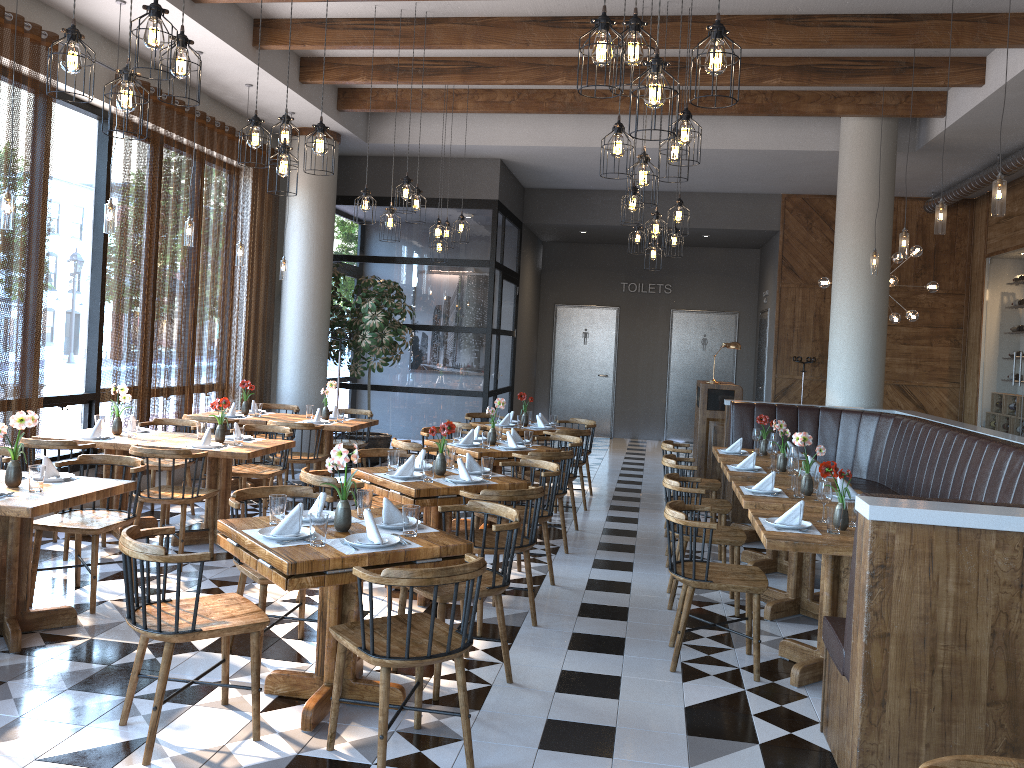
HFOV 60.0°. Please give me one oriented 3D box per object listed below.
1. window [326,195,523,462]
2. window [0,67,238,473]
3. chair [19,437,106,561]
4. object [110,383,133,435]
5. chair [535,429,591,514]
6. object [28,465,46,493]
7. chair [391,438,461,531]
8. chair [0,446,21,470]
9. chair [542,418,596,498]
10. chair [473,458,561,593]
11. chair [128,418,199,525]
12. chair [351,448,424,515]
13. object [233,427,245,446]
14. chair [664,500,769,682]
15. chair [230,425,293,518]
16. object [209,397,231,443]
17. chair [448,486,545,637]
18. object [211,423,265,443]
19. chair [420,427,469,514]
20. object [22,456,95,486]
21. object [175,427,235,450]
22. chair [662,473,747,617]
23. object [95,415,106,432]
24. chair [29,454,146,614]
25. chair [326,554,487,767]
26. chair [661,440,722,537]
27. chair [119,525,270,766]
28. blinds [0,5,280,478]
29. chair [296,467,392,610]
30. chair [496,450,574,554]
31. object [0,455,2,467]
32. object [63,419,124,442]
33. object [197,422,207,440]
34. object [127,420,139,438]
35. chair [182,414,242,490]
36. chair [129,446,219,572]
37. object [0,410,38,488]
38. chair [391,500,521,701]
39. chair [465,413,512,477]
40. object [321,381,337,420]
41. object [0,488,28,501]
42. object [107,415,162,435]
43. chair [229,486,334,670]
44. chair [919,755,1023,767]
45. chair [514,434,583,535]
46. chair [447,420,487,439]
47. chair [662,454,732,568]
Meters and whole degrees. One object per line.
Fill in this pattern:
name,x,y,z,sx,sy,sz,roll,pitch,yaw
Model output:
window,-1.394,-0.800,13.074,2.728,3.548,2.186,3,1,9
window,-3.466,-0.616,2.714,4.490,3.163,15.151,3,3,-14
chair,-3.184,0.777,6.259,0.519,0.817,0.550,3,1,9
object,-3.061,0.196,6.926,0.207,0.400,0.146,3,1,13
chair,0.489,0.843,8.908,0.519,0.817,0.550,2,1,-36
object,-2.403,0.480,4.478,0.080,0.132,0.080,3,1,-6
chair,-0.714,0.862,7.189,0.549,0.817,0.520,2,1,-36
chair,-3.328,0.811,5.375,0.519,0.817,0.550,3,1,9
chair,0.631,0.807,9.831,0.549,0.817,0.520,2,1,-36
chair,0.032,0.952,6.106,0.549,0.817,0.520,2,1,-36
chair,-2.973,0.727,7.548,0.519,0.817,0.550,3,1,9
chair,-0.866,0.898,6.253,0.519,0.817,0.550,2,1,-36
object,-2.050,0.396,6.644,0.080,0.132,0.080,3,1,-6
chair,1.066,1.072,4.707,0.550,0.817,0.519,3,1,9
chair,-2.142,0.777,7.412,0.519,0.817,0.550,3,1,9
object,-2.214,0.273,6.701,0.156,0.355,0.171,3,1,-12
chair,-0.115,0.987,5.206,0.519,0.817,0.550,2,1,-36
object,-2.165,0.370,7.017,0.352,0.137,0.272,3,2,9
chair,-0.567,0.827,8.089,0.519,0.817,0.550,2,1,-36
object,-2.519,0.454,4.848,0.352,0.137,0.272,3,2,9
object,-2.245,0.390,6.490,0.352,0.137,0.272,3,2,9
chair,1.243,1.030,5.795,0.550,0.817,0.519,3,1,9
object,-3.268,0.314,7.024,0.080,0.132,0.080,4,1,44
chair,-2.496,0.861,5.239,0.519,0.817,0.550,3,1,9
chair,-0.404,1.055,3.430,0.519,0.817,0.550,2,1,-36
chair,1.598,0.946,7.970,0.550,0.817,0.519,3,1,9
chair,-1.303,1.002,3.577,0.549,0.817,0.520,2,1,-36
blinds,-3.529,-0.896,7.227,0.160,3.579,7.269,3,2,9
chair,-1.013,0.933,5.353,0.549,0.817,0.520,2,1,-36
chair,0.185,0.916,7.042,0.519,0.817,0.550,2,1,-36
object,-2.765,0.449,4.719,0.080,0.132,0.080,3,1,-6
object,-3.121,0.338,6.633,0.352,0.137,0.272,3,2,9
object,-2.412,0.366,6.884,0.080,0.132,0.080,3,1,-6
object,-2.906,0.345,6.783,0.080,0.132,0.080,4,1,44
chair,-2.837,0.694,8.387,0.519,0.817,0.550,3,1,9
chair,-2.352,0.826,6.123,0.519,0.817,0.550,3,1,9
object,-2.558,0.334,4.556,0.206,0.400,0.146,3,1,-27
chair,-0.257,1.021,4.330,0.549,0.817,0.520,2,1,-36
chair,-0.262,0.755,9.955,0.519,0.817,0.550,2,1,-36
object,-1.839,0.166,8.893,0.146,0.400,0.207,3,1,2
object,-2.598,0.474,4.321,0.352,0.137,0.272,3,2,9
object,-3.041,0.317,7.160,0.352,0.137,0.272,3,2,9
chair,-1.156,0.967,4.477,0.519,0.817,0.550,2,1,-36
chair,1.004,1.214,1.627,0.519,0.817,0.550,3,1,9
chair,0.332,0.881,7.942,0.549,0.817,0.520,2,1,-36
chair,-0.409,0.789,9.055,0.549,0.817,0.520,2,1,-36
chair,1.421,0.988,6.883,0.550,0.817,0.519,3,1,9
